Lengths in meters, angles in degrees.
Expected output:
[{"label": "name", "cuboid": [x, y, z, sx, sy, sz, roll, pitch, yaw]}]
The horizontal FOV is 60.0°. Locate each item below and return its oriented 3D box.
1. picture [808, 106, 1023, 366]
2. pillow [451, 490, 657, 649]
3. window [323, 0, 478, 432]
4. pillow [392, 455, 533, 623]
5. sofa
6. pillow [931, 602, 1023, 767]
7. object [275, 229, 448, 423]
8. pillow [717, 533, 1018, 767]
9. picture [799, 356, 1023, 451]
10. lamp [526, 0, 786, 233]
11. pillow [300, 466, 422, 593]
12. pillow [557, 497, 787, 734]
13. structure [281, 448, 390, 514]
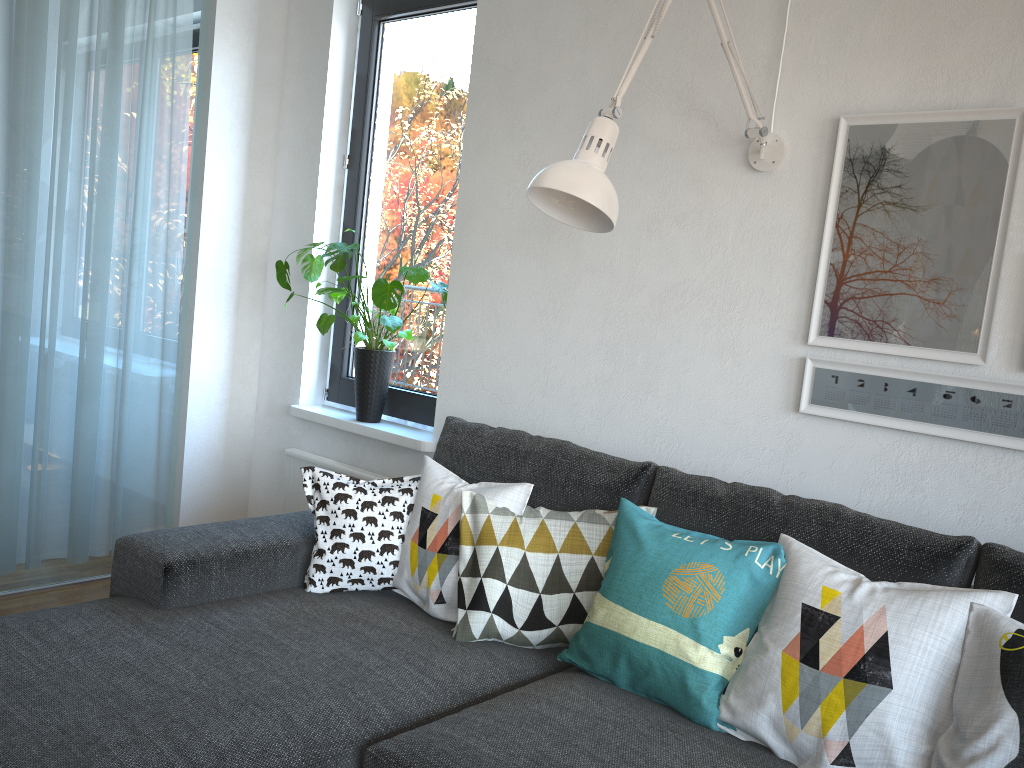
[{"label": "picture", "cuboid": [0.884, -0.330, 1.964, 0.389, 0.535, 0.013, 11, 8, 39]}, {"label": "pillow", "cuboid": [0.090, 0.426, 2.012, 0.454, 0.363, 0.242, 7, 6, 6]}, {"label": "window", "cuboid": [3.606, 0.758, 16.544, 24.377, 18.399, 13.954, 1, 8, -44]}, {"label": "pillow", "cuboid": [-0.133, 0.373, 2.103, 0.359, 0.344, 0.173, 11, 8, 39]}, {"label": "sofa", "cuboid": [0.019, 0.655, 1.226, 2.505, 0.849, 2.163, 11, 7, 39]}, {"label": "pillow", "cuboid": [0.860, 0.559, 1.352, 0.381, 0.318, 0.265, 11, 7, 39]}, {"label": "object", "cuboid": [-0.540, -0.195, 3.055, 0.656, 0.676, 0.447, 10, 7, 30]}, {"label": "pillow", "cuboid": [0.602, 0.514, 1.576, 0.436, 0.369, 0.285, 11, 7, 39]}, {"label": "picture", "cuboid": [1.018, 0.061, 1.862, 0.836, 0.136, 0.021, 11, 8, 39]}, {"label": "lamp", "cuboid": [0.347, -0.655, 1.993, 0.698, 0.671, 0.200, 1, 8, -41]}, {"label": "pillow", "cuboid": [-0.360, 0.368, 2.176, 0.334, 0.320, 0.160, 5, 6, -15]}, {"label": "pillow", "cuboid": [0.336, 0.448, 1.794, 0.413, 0.341, 0.273, 11, 7, 39]}, {"label": "structure", "cuboid": [-0.561, 0.529, 3.145, 0.816, 0.460, 0.076, 11, 7, 37]}]
